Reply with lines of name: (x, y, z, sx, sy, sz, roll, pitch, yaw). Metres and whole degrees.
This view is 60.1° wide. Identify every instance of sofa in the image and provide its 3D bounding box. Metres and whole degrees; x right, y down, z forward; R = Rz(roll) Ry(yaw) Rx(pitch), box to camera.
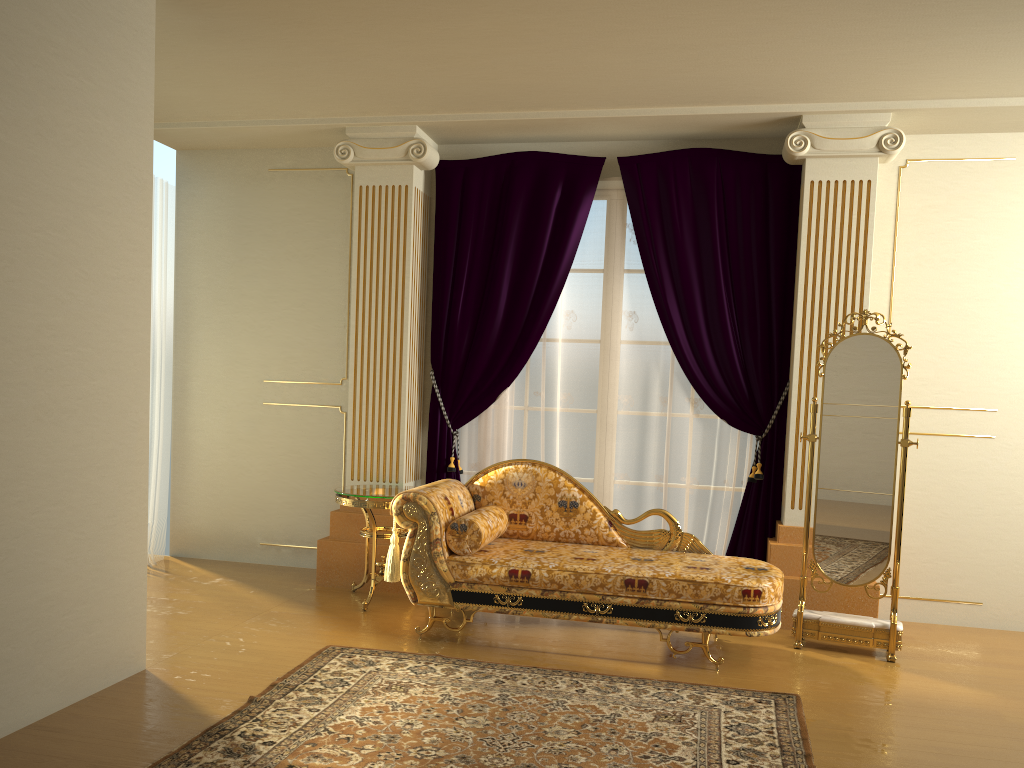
sofa: (0.366, 0.845, 4.385, 1.892, 0.874, 0.692, 2, 2, 12)

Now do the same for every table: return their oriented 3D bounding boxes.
table: (-0.731, 0.924, 5.041, 0.571, 0.645, 0.569, 1, 2, -32)

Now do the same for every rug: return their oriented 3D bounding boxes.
rug: (-0.160, 1.234, 2.438, 2.115, 0.017, 3.074, 2, 0, 12)

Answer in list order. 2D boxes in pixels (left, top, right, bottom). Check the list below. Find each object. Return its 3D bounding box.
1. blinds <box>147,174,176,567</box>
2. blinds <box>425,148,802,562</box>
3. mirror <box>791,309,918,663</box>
blinds: (-2.488, -0.080, 4.909, 0.164, 2.514, 2.162, 3, 2, 15)
blinds: (0.544, -0.028, 5.286, 2.233, 2.662, 0.338, 3, 3, 13)
mirror: (1.699, 0.484, 4.378, 0.540, 1.706, 0.242, 4, 4, 22)
